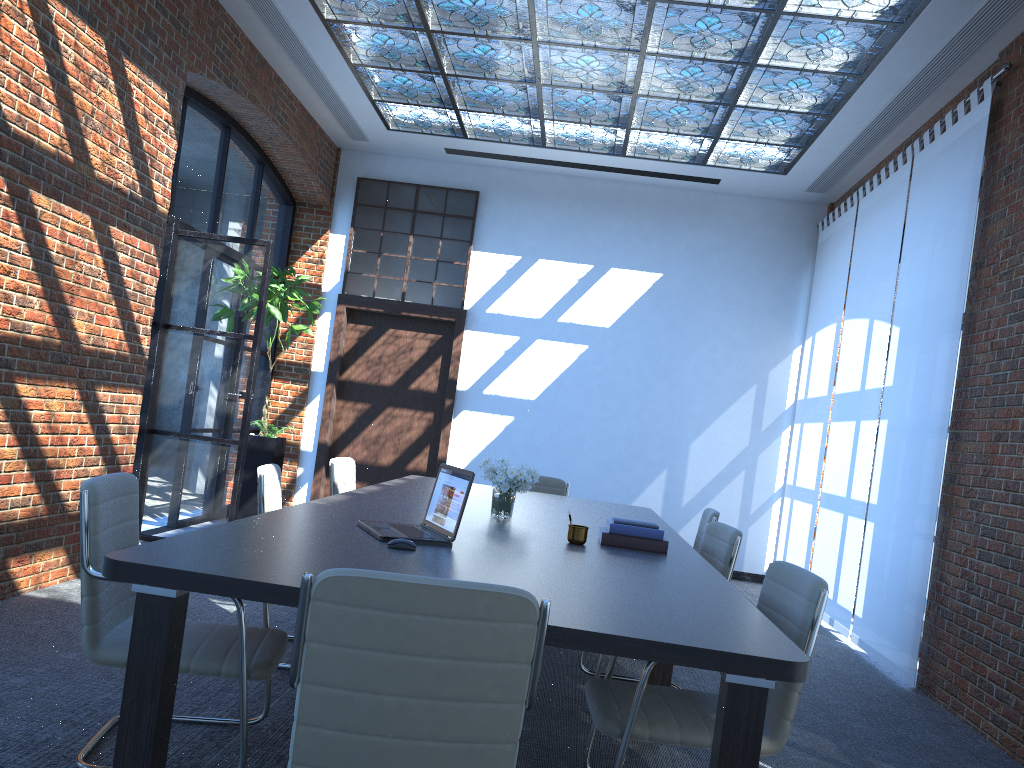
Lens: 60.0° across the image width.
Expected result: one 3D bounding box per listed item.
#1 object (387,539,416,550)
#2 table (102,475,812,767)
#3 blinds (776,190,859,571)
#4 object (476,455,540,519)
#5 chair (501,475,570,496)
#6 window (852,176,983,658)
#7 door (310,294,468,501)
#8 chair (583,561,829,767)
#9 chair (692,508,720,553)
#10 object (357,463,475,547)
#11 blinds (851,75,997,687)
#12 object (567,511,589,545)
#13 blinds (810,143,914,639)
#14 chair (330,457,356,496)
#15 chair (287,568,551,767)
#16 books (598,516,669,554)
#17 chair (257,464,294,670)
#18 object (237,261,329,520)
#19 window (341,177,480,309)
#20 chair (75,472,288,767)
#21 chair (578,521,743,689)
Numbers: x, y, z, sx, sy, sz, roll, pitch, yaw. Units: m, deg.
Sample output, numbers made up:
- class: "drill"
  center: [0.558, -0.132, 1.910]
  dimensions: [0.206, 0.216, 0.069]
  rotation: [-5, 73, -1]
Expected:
- class: "object"
  center: [-0.377, 0.550, 3.046]
  dimensions: [0.101, 0.034, 0.059]
  rotation: [8, -2, -16]
- class: "table"
  center: [-0.066, 1.081, 4.415]
  dimensions: [1.809, 0.809, 4.510]
  rotation: [8, -3, 4]
- class: "blinds"
  center: [2.897, 0.155, 8.525]
  dimensions: [0.039, 3.755, 1.220]
  rotation: [8, -1, 4]
- class: "object"
  center: [-0.020, 0.527, 4.506]
  dimensions: [0.328, 0.309, 0.337]
  rotation: [7, -2, 15]
- class: "chair"
  center: [0.099, 1.152, 6.639]
  dimensions: [0.560, 0.922, 0.707]
  rotation: [8, -1, 4]
- class: "window"
  center: [3.145, 0.097, 4.294]
  dimensions: [0.160, 3.605, 9.634]
  rotation: [8, -2, 4]
- class: "door"
  center: [-1.324, 0.334, 9.523]
  dimensions: [1.399, 2.434, 0.200]
  rotation: [8, 0, 4]
- class: "chair"
  center: [0.628, 1.053, 3.061]
  dimensions: [0.706, 0.922, 0.560]
  rotation: [8, -1, -1]
- class: "chair"
  center: [0.901, 1.212, 5.641]
  dimensions: [0.706, 0.922, 0.561]
  rotation: [8, -1, 8]
- class: "object"
  center: [-0.374, 0.441, 3.378]
  dimensions: [0.323, 0.282, 0.390]
  rotation: [8, -2, -23]
- class: "blinds"
  center: [2.726, 0.012, 5.987]
  dimensions: [0.039, 3.755, 1.220]
  rotation: [8, -1, 4]
- class: "object"
  center: [0.288, 0.621, 3.836]
  dimensions: [0.091, 0.142, 0.091]
  rotation: [8, -1, -18]
- class: "blinds"
  center: [2.811, 0.083, 7.251]
  dimensions: [0.039, 3.755, 1.220]
  rotation: [8, -1, 4]
- class: "chair"
  center: [-0.871, 0.981, 5.802]
  dimensions: [0.706, 0.922, 0.560]
  rotation: [8, -1, 4]
- class: "chair"
  center: [-0.281, 0.893, 2.270]
  dimensions: [0.560, 0.922, 0.706]
  rotation: [8, -1, -7]
- class: "books"
  center: [0.550, 0.679, 4.025]
  dimensions: [0.294, 0.115, 0.255]
  rotation: [8, -2, 3]
- class: "chair"
  center: [-0.963, 0.904, 4.436]
  dimensions: [0.707, 0.922, 0.560]
  rotation: [8, -1, -7]
- class: "object"
  center: [-2.276, 0.116, 8.184]
  dimensions: [0.945, 2.490, 1.325]
  rotation: [8, -1, 4]
- class: "window"
  center: [-1.086, -1.493, 9.481]
  dimensions: [1.328, 1.291, 0.059]
  rotation: [8, 0, 4]
- class: "chair"
  center: [-1.146, 0.816, 3.100]
  dimensions: [0.707, 0.922, 0.560]
  rotation: [8, -1, -7]
- class: "chair"
  center: [0.725, 1.135, 4.508]
  dimensions: [0.706, 0.922, 0.560]
  rotation: [8, -1, -2]
